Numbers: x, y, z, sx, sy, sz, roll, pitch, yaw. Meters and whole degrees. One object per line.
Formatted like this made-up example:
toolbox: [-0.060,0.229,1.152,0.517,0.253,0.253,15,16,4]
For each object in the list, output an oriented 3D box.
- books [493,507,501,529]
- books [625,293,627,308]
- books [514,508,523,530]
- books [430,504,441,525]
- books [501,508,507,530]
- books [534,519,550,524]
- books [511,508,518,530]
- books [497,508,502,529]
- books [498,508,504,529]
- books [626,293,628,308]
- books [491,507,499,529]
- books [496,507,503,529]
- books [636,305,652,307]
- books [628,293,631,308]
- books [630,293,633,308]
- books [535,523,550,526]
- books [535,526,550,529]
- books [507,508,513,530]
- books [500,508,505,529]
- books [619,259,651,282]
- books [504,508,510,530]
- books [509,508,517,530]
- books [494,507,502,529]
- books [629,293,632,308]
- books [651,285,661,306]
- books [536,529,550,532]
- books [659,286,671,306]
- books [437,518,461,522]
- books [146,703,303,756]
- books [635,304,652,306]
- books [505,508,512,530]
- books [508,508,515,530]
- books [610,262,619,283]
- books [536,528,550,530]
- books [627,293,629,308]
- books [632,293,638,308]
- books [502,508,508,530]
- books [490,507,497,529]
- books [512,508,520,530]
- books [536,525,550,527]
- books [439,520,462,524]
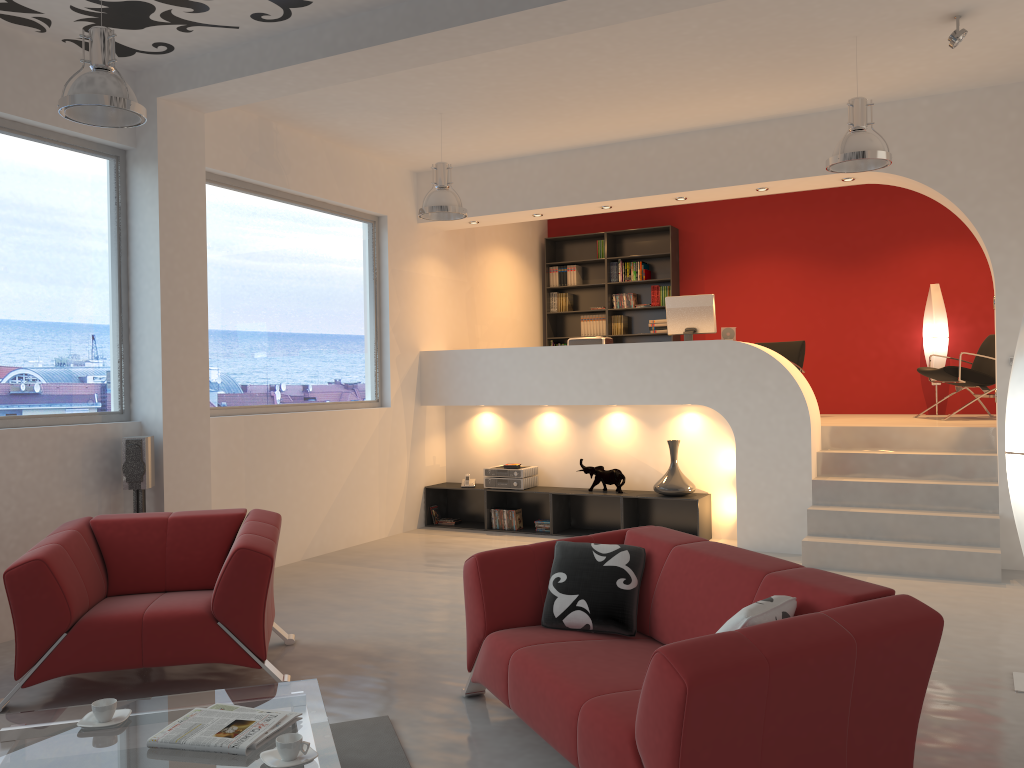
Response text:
books: [-0.138,1.294,8.557,0.031,0.190,0.135,-1,0,28]
books: [1.411,-1.004,10.801,0.031,0.190,0.135,-1,0,28]
books: [0.061,1.290,8.452,0.031,0.190,0.135,-1,0,28]
books: [-0.763,1.310,8.887,0.063,0.187,0.135,-1,0,28]
books: [-0.058,1.292,8.515,0.031,0.190,0.135,-1,0,28]
books: [0.324,1.298,8.370,0.190,0.015,0.135,-1,0,23]
books: [0.035,1.291,8.466,0.031,0.190,0.135,-1,0,28]
books: [-0.098,1.293,8.536,0.031,0.190,0.135,-1,0,28]
books: [-0.085,1.293,8.529,0.031,0.190,0.135,-1,0,28]
books: [1.424,-1.005,10.794,0.031,0.190,0.135,-1,0,28]
books: [-0.151,1.294,8.564,0.031,0.190,0.135,-1,0,28]
books: [-0.111,1.293,8.543,0.031,0.190,0.135,-1,0,28]
books: [1.609,-0.935,10.697,0.190,0.015,0.135,-1,0,28]
books: [1.450,-1.005,10.780,0.031,0.190,0.135,-1,0,28]
books: [1.477,-1.006,10.766,0.031,0.190,0.135,-1,0,28]
books: [0.330,1.313,8.360,0.190,0.015,0.135,-1,0,28]
books: [0.332,1.343,8.367,0.190,0.015,0.135,-1,0,33]
books: [-0.005,1.291,8.487,0.031,0.190,0.135,-1,0,28]
books: [-0.072,1.292,8.522,0.031,0.190,0.135,-1,0,28]
books: [1.480,-1.370,10.725,0.341,0.286,0.231,-1,0,28]
books: [-0.032,1.292,8.501,0.031,0.190,0.135,-1,0,28]
books: [0.021,1.291,8.473,0.031,0.190,0.135,-1,0,28]
books: [-0.125,1.293,8.550,0.031,0.190,0.135,-1,0,28]
books: [1.464,-1.005,10.773,0.031,0.190,0.135,-1,0,28]
books: [1.741,-1.043,10.618,0.090,0.256,0.181,-1,0,28]
books: [0.336,1.373,8.365,0.190,0.015,0.135,-1,0,23]
books: [1.847,-1.037,10.561,0.146,0.240,0.170,-1,0,28]
books: [-0.631,1.359,8.875,0.190,0.015,0.135,-1,0,28]
books: [-0.931,1.115,2.871,0.367,0.035,0.345,-1,0,18]
books: [1.600,-0.950,10.702,0.190,0.015,0.135,-1,0,33]
books: [-0.018,1.292,8.494,0.031,0.190,0.135,-1,0,28]
books: [0.008,1.291,8.480,0.031,0.190,0.135,-1,0,28]
books: [1.282,-1.352,10.856,0.090,0.256,0.181,-1,0,28]
books: [0.341,1.358,8.362,0.190,0.015,0.135,-1,0,28]
books: [1.437,-1.005,10.787,0.031,0.190,0.135,-1,0,28]
books: [1.490,-1.006,10.759,0.031,0.190,0.135,-1,0,28]
books: [-0.045,1.292,8.508,0.031,0.190,0.135,-1,0,28]
books: [-0.164,1.294,8.571,0.031,0.190,0.135,-1,0,28]
books: [0.048,1.290,8.459,0.031,0.190,0.135,-1,0,28]
books: [0.337,1.328,8.364,0.190,0.015,0.135,-1,0,28]
books: [-0.617,1.374,8.867,0.190,0.015,0.135,-1,0,28]
